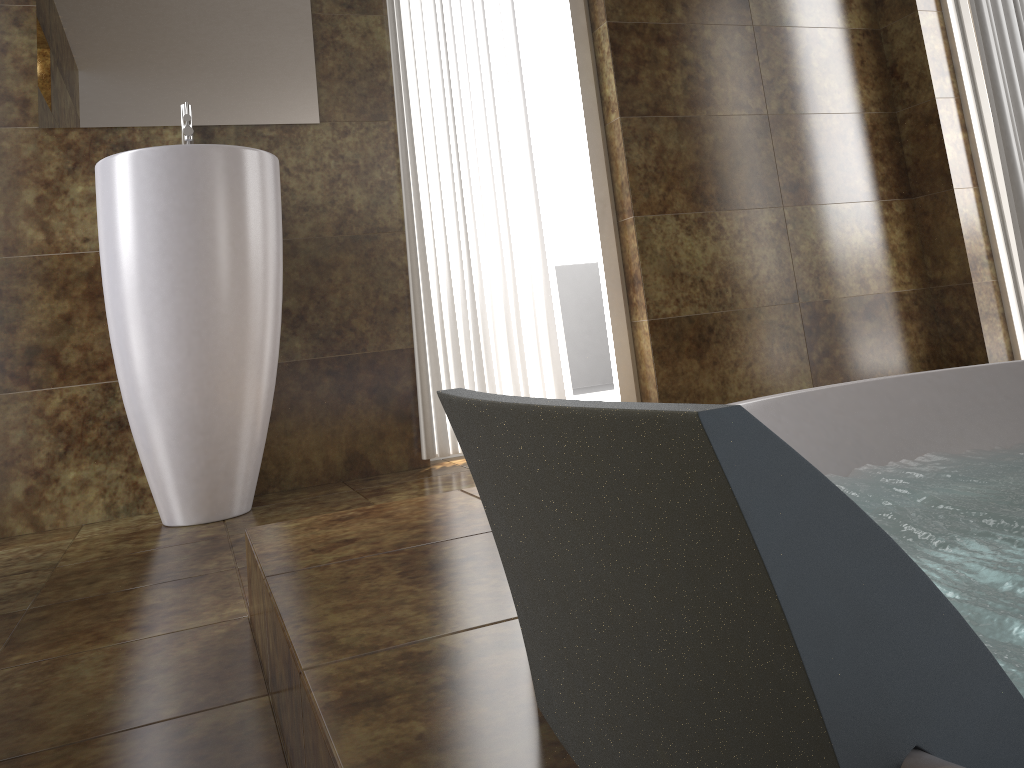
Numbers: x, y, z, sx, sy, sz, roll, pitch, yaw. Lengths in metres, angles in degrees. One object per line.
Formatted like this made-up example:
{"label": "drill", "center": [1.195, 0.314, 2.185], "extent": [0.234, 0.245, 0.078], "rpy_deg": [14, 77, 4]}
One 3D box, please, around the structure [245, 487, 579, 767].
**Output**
{"label": "structure", "center": [0.889, 0.165, 0.723], "extent": [2.018, 0.126, 1.965], "rpy_deg": [-8, 3, -21]}

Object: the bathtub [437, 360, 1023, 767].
{"label": "bathtub", "center": [0.887, 0.157, 0.723], "extent": [1.741, 0.533, 1.735], "rpy_deg": [-6, 2, 10]}

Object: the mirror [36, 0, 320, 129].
{"label": "mirror", "center": [-1.012, -1.303, 2.622], "extent": [0.772, 1.114, 0.008], "rpy_deg": [-4, -9, -21]}

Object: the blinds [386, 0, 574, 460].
{"label": "blinds", "center": [-0.149, -0.942, 2.828], "extent": [0.521, 2.312, 0.065], "rpy_deg": [-3, -10, -21]}

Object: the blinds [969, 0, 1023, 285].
{"label": "blinds", "center": [1.754, -1.156, 2.887], "extent": [0.069, 2.324, 0.468], "rpy_deg": [-3, -10, -21]}

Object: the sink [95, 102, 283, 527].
{"label": "sink", "center": [-0.819, -0.238, 2.241], "extent": [0.461, 1.160, 0.423], "rpy_deg": [-4, -8, -18]}

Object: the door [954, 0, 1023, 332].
{"label": "door", "center": [2.268, -1.186, 3.274], "extent": [0.955, 2.273, 0.039], "rpy_deg": [-8, -9, 12]}
